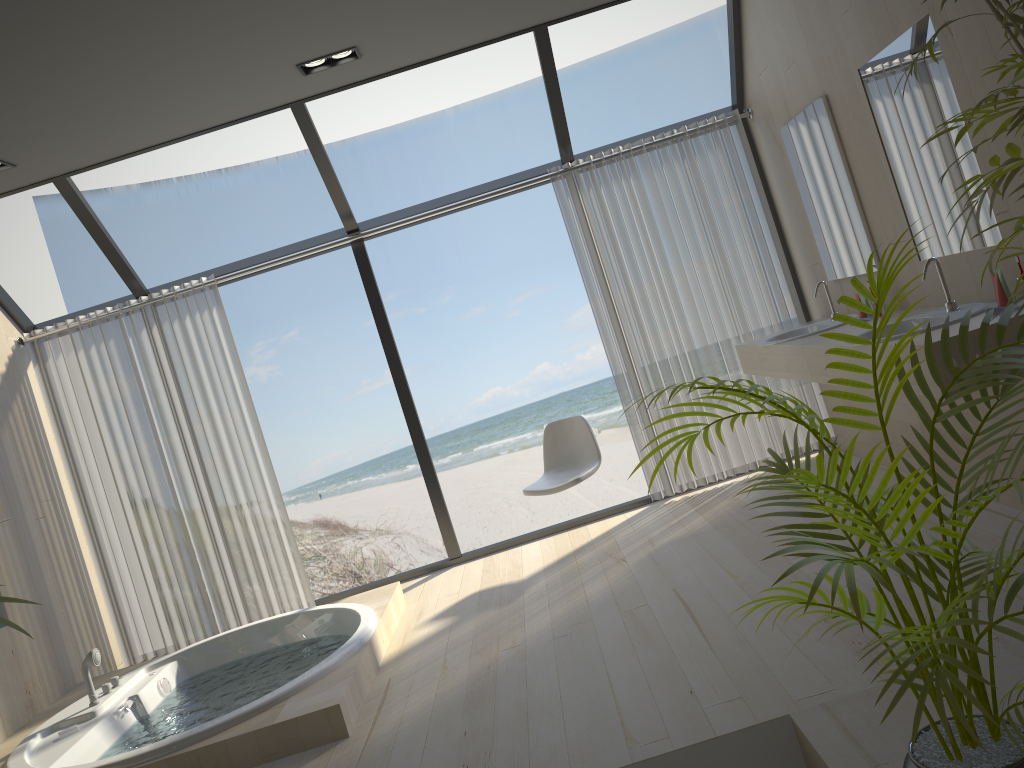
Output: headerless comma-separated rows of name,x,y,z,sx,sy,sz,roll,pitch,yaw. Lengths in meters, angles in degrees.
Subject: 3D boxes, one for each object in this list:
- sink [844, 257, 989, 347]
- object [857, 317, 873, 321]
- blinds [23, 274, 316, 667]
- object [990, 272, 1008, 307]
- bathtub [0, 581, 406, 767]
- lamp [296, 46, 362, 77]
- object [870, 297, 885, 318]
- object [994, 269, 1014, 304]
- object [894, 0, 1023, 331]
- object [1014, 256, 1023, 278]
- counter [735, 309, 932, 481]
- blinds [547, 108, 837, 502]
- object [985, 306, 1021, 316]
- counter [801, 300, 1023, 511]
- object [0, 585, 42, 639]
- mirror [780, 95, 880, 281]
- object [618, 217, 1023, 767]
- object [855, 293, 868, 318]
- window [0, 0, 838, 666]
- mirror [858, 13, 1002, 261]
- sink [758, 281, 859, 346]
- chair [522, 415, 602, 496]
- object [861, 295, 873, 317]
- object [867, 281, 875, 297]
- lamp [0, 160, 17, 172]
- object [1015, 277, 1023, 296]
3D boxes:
sink,1.507,-0.234,3.334,0.503,0.419,0.574,-17,1,4
object,1.626,-0.301,4.132,0.103,0.029,0.033,-16,2,41
blinds,-2.021,0.508,5.262,1.183,2.072,0.084,-17,-1,0
object,1.649,-0.312,2.994,0.038,0.135,0.039,-18,-1,42
bathtub,-1.462,1.448,3.986,1.821,0.699,1.648,-17,2,0
lamp,-0.907,-1.623,4.321,0.301,0.112,0.164,-17,1,0
object,1.704,-0.358,4.111,0.058,0.100,0.058,-17,0,7
object,1.713,-0.336,3.087,0.038,0.135,0.039,-18,-1,42
object,1.310,-0.183,1.697,0.781,1.758,0.941,-18,0,25
object,1.669,-0.339,2.882,0.012,0.178,0.050,-18,-1,40
counter,1.681,0.093,4.568,0.550,0.791,1.206,-17,1,1
blinds,1.083,-0.469,5.268,1.183,2.072,0.084,-17,-1,0
object,1.622,-0.249,2.926,0.103,0.029,0.033,-16,2,41
counter,1.677,0.146,3.362,0.550,0.791,1.206,-17,1,1
object,-1.399,0.877,1.735,1.069,1.346,0.870,-18,0,-11
mirror,1.603,-0.964,4.501,0.023,0.869,0.653,-17,0,1
object,0.683,0.317,1.650,0.908,1.158,0.757,-17,0,34
object,1.653,-0.364,4.200,0.039,0.135,0.039,-17,-1,-41
window,-0.564,-0.301,5.077,4.560,2.816,0.744,-17,-1,0
mirror,1.626,-0.927,3.465,0.023,0.869,0.653,-17,0,1
sink,1.511,-0.287,4.540,0.503,0.419,0.574,-17,1,4
chair,0.263,0.398,4.906,0.366,0.347,0.458,-17,1,29
object,1.717,-0.388,4.293,0.039,0.135,0.039,-17,-1,-41
object,1.673,-0.392,4.088,0.012,0.178,0.050,-18,-1,40
lamp,-2.622,-1.083,4.318,0.301,0.112,0.164,-17,1,0
object,1.700,-0.305,2.905,0.058,0.100,0.059,-17,0,11
